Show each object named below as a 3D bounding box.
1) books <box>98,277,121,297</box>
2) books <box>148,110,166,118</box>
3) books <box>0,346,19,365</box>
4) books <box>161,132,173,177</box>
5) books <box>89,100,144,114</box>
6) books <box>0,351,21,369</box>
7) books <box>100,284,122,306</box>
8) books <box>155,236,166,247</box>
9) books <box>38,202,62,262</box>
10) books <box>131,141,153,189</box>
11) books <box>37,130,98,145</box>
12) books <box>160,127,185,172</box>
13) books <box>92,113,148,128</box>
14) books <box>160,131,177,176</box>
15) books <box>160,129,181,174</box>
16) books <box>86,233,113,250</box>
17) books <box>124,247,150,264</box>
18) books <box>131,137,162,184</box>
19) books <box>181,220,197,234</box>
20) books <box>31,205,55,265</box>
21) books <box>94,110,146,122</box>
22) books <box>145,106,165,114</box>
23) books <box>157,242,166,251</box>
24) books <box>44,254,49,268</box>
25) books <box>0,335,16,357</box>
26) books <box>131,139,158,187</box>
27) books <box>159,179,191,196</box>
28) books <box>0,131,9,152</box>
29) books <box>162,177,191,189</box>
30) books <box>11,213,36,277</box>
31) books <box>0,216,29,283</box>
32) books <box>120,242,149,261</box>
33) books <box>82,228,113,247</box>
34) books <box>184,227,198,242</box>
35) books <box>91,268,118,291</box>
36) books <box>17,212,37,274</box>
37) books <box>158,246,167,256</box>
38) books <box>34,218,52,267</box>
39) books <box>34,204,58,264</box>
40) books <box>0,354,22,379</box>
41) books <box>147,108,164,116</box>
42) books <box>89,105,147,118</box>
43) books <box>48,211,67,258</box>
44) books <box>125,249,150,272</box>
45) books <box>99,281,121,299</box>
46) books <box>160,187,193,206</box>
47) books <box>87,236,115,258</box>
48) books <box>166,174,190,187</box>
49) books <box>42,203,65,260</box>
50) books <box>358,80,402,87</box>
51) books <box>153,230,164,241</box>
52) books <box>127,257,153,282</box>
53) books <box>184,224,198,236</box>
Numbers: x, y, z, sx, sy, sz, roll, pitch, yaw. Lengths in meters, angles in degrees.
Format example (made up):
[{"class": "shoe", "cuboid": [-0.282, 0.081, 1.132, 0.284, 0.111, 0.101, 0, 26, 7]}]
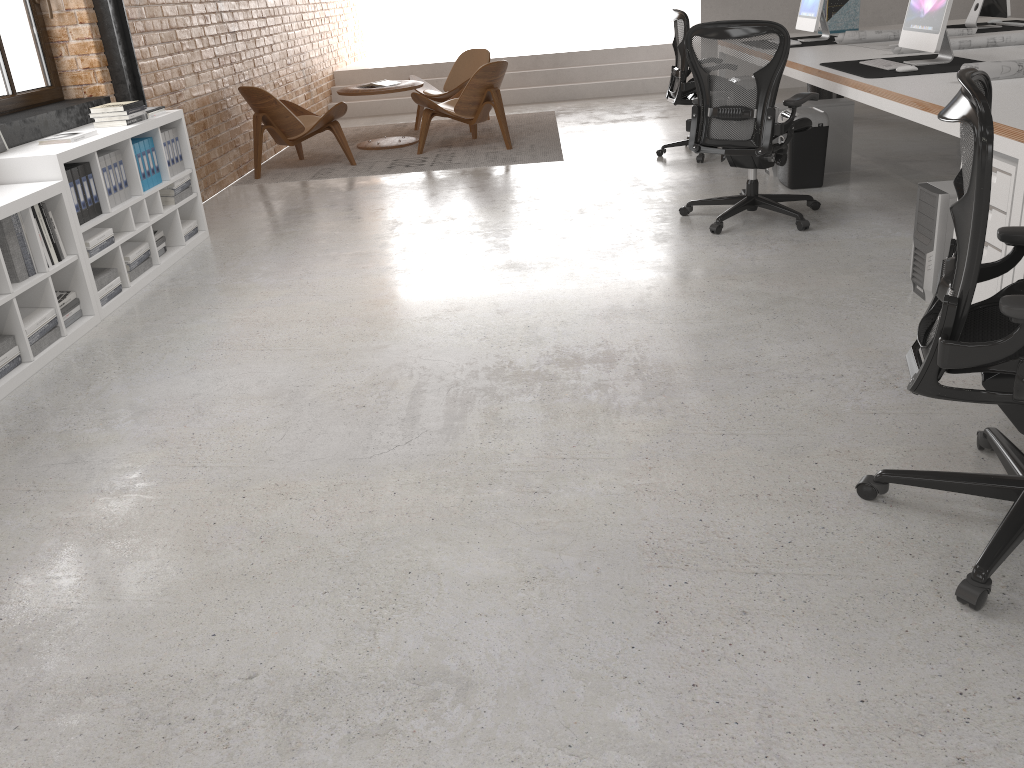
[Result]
[{"class": "books", "cuboid": [-2.101, -0.482, 4.389, 0.214, 0.046, 0.256, -4, 24, 3]}, {"class": "books", "cuboid": [-2.161, -1.569, 5.175, 0.187, 0.014, 0.257, -4, 24, 3]}, {"class": "books", "cuboid": [-2.143, -0.095, 3.536, 0.214, 0.046, 0.256, -4, 24, 3]}, {"class": "books", "cuboid": [-2.148, -1.341, 5.224, 0.232, 0.256, 0.063, -4, 22, 3]}, {"class": "books", "cuboid": [-2.176, -1.527, 4.881, 0.190, 0.027, 0.244, -3, 24, 5]}, {"class": "books", "cuboid": [-2.142, -0.076, 3.539, 0.219, 0.033, 0.264, -4, 24, 3]}, {"class": "books", "cuboid": [-2.095, -0.437, 4.394, 0.207, 0.060, 0.279, -4, 24, 3]}, {"class": "books", "cuboid": [-2.146, -0.793, 5.070, 0.222, 0.054, 0.287, -3, 24, 3]}, {"class": "books", "cuboid": [-2.181, -0.686, 3.936, 0.271, 0.348, 0.064, -2, 22, 8]}, {"class": "books", "cuboid": [-2.154, -1.215, 4.946, 0.232, 0.256, 0.063, -4, 22, 3]}, {"class": "books", "cuboid": [-2.223, -1.234, 4.432, 0.174, 0.020, 0.278, -4, 24, 3]}, {"class": "books", "cuboid": [-2.144, -1.422, 5.405, 0.232, 0.256, 0.063, -4, 22, 3]}, {"class": "books", "cuboid": [-2.172, -1.462, 4.918, 0.191, 0.032, 0.263, -3, 24, 5]}, {"class": "books", "cuboid": [-2.147, -1.368, 5.284, 0.232, 0.256, 0.063, -4, 22, 3]}, {"class": "books", "cuboid": [-2.146, -1.395, 5.344, 0.232, 0.256, 0.063, -4, 22, 3]}, {"class": "books", "cuboid": [-2.119, -0.702, 4.347, 0.219, 0.033, 0.264, -4, 24, 3]}, {"class": "books", "cuboid": [-2.115, -0.698, 4.782, 0.219, 0.039, 0.265, -4, 24, 3]}, {"class": "books", "cuboid": [-2.152, -1.270, 5.067, 0.232, 0.256, 0.063, -4, 22, 3]}, {"class": "books", "cuboid": [-2.096, -0.968, 5.470, 0.214, 0.046, 0.256, -4, 24, 3]}, {"class": "books", "cuboid": [-2.180, -0.664, 3.886, 0.258, 0.348, 0.050, -2, 22, 8]}, {"class": "books", "cuboid": [-2.167, -1.484, 4.899, 0.191, 0.022, 0.246, -4, 24, 1]}, {"class": "books", "cuboid": [-2.171, -1.591, 5.163, 0.202, 0.011, 0.256, -3, 24, 4]}, {"class": "books", "cuboid": [-2.119, -0.775, 5.090, 0.163, 0.047, 0.243, -3, 24, 3]}, {"class": "books", "cuboid": [-2.143, -0.603, 3.856, 0.182, 0.257, 0.057, -2, 22, 8]}, {"class": "books", "cuboid": [-2.150, -0.120, 3.506, 0.217, 0.076, 0.296, -4, 24, 3]}, {"class": "books", "cuboid": [-2.153, -1.242, 5.006, 0.232, 0.256, 0.063, -4, 22, 3]}, {"class": "books", "cuboid": [-2.095, -1.192, 5.364, 0.207, 0.066, 0.280, -4, 24, 3]}, {"class": "books", "cuboid": [-2.433, -1.175, 4.098, 0.065, 0.220, 0.163, -4, 23, 3]}, {"class": "books", "cuboid": [-2.100, -1.219, 5.361, 0.219, 0.039, 0.265, -4, 24, 3]}, {"class": "books", "cuboid": [-2.190, -0.595, 3.762, 0.249, 0.327, 0.061, -2, 22, 8]}, {"class": "books", "cuboid": [-2.201, -0.577, 3.701, 0.259, 0.345, 0.066, -2, 22, 8]}, {"class": "books", "cuboid": [-2.116, -0.716, 4.779, 0.214, 0.051, 0.257, -4, 24, 3]}, {"class": "books", "cuboid": [-2.119, -0.720, 4.345, 0.214, 0.046, 0.256, -4, 24, 3]}, {"class": "books", "cuboid": [-2.091, -0.923, 5.475, 0.207, 0.060, 0.279, -4, 24, 3]}, {"class": "books", "cuboid": [-2.108, -0.507, 4.359, 0.217, 0.076, 0.296, -4, 24, 3]}, {"class": "books", "cuboid": [-2.193, -0.600, 3.795, 0.265, 0.309, 0.025, -2, 22, 8]}, {"class": "books", "cuboid": [-2.125, -0.742, 5.089, 0.184, 0.049, 0.266, -3, 24, 3]}, {"class": "books", "cuboid": [-2.134, -0.606, 3.888, 0.162, 0.236, 0.055, -2, 22, 8]}, {"class": "books", "cuboid": [-2.182, -0.672, 3.909, 0.259, 0.346, 0.072, -2, 22, 8]}, {"class": "books", "cuboid": [-2.137, -0.049, 3.541, 0.207, 0.060, 0.279, -4, 24, 3]}, {"class": "books", "cuboid": [-2.163, -1.579, 5.165, 0.187, 0.014, 0.252, -4, 24, 1]}, {"class": "books", "cuboid": [-2.177, -1.508, 4.899, 0.211, 0.022, 0.263, -4, 24, 3]}, {"class": "books", "cuboid": [-2.151, -0.663, 4.018, 0.197, 0.236, 0.059, -2, 22, 8]}, {"class": "books", "cuboid": [-2.110, -0.671, 4.784, 0.207, 0.066, 0.280, -4, 24, 3]}, {"class": "books", "cuboid": [-2.100, -0.464, 4.392, 0.219, 0.033, 0.264, -4, 24, 3]}, {"class": "books", "cuboid": [-2.098, -1.143, 5.376, 0.217, 0.070, 0.295, -4, 24, 3]}, {"class": "books", "cuboid": [-2.114, -0.675, 4.349, 0.207, 0.060, 0.279, -4, 24, 3]}, {"class": "books", "cuboid": [-2.101, -1.238, 5.358, 0.214, 0.051, 0.257, -4, 24, 3]}, {"class": "books", "cuboid": [-2.157, -0.668, 3.978, 0.221, 0.278, 0.062, -2, 22, 8]}, {"class": "books", "cuboid": [-1.267, -2.864, 8.429, 0.350, 0.034, 0.260, 8, 27, 26]}, {"class": "books", "cuboid": [-2.144, -0.834, 5.080, 0.199, 0.054, 0.244, -3, 24, 3]}, {"class": "books", "cuboid": [-2.112, -0.621, 4.797, 0.217, 0.070, 0.295, -4, 24, 3]}, {"class": "books", "cuboid": [-2.096, -0.950, 5.473, 0.219, 0.033, 0.264, -4, 24, 3]}]
